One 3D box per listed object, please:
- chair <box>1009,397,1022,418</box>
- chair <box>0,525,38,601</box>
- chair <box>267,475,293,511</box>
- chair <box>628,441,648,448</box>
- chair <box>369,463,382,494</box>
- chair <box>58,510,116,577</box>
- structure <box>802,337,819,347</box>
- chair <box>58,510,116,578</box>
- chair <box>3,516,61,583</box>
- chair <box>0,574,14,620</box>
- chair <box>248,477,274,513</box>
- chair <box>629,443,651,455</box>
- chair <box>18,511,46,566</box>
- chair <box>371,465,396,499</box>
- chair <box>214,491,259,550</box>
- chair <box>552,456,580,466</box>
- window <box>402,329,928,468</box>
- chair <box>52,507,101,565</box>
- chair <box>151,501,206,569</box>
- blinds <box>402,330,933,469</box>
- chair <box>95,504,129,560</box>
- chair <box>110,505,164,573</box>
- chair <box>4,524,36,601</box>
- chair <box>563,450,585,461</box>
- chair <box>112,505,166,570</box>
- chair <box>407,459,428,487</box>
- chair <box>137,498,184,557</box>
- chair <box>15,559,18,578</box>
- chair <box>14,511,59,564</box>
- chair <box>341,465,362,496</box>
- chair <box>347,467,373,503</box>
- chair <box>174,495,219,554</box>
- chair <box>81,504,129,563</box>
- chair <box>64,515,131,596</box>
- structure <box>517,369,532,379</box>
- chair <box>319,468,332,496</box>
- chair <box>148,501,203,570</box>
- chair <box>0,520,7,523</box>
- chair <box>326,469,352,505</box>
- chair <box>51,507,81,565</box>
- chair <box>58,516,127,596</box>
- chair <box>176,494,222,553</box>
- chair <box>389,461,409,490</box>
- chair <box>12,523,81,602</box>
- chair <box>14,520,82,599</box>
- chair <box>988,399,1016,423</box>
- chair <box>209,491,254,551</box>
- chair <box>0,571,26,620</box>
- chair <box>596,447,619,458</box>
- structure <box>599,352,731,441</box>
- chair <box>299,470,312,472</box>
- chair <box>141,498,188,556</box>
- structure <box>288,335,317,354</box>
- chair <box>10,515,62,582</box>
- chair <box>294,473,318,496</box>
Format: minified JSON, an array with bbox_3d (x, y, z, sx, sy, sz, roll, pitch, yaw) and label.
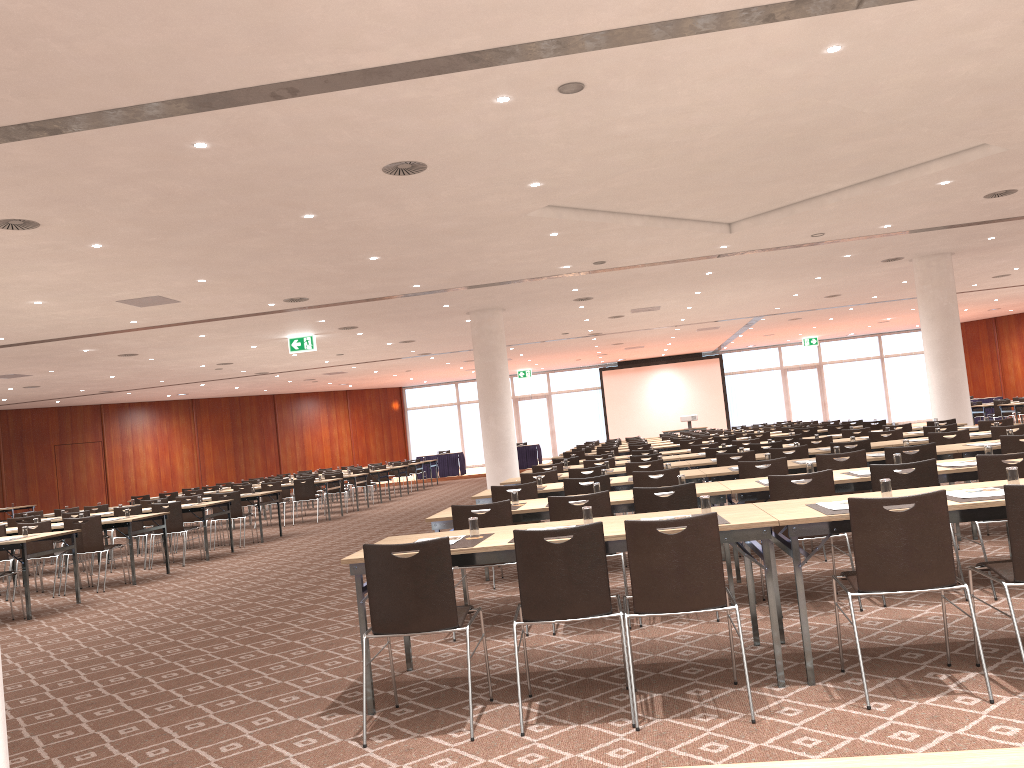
[{"bbox_3d":[15.076,0.853,26.307,0.536,0.939,0.614,-6,-3,9],"label":"chair"},{"bbox_3d":[-6.521,2.262,11.303,0.536,0.939,0.614,-6,-3,6],"label":"chair"},{"bbox_3d":[-6.510,3.032,24.816,0.536,0.939,0.614,-6,-3,10],"label":"chair"},{"bbox_3d":[2.857,1.760,19.749,0.536,0.939,0.614,-6,-3,8],"label":"chair"},{"bbox_3d":[-4.311,3.015,28.572,0.536,0.939,0.614,-6,-3,6],"label":"chair"},{"bbox_3d":[-6.374,2.356,13.225,0.536,0.939,0.614,-6,-3,9],"label":"chair"},{"bbox_3d":[11.889,-1.679,35.337,0.587,0.346,0.105,-6,-3,7],"label":"structure"},{"bbox_3d":[-6.364,2.355,13.224,0.536,0.939,0.614,-6,-3,7],"label":"chair"},{"bbox_3d":[-7.317,2.469,13.459,0.536,0.939,0.614,-6,-3,6],"label":"chair"},{"bbox_3d":[-5.591,2.039,9.099,0.536,0.939,0.614,-6,-3,6],"label":"chair"},{"bbox_3d":[-7.121,3.108,25.033,0.536,0.939,0.614,-6,-3,5],"label":"chair"},{"bbox_3d":[2.603,1.670,17.689,0.536,0.939,0.614,-6,-3,7],"label":"chair"},{"bbox_3d":[-8.232,2.679,15.470,0.536,0.939,0.614,-6,-3,9],"label":"chair"},{"bbox_3d":[-3.589,2.705,24.454,0.536,0.939,0.614,-6,-3,9],"label":"chair"},{"bbox_3d":[-4.708,2.285,15.032,0.536,0.939,0.614,-6,-3,6],"label":"chair"},{"bbox_3d":[0.927,1.658,14.407,0.536,0.939,0.614,-6,-3,6],"label":"chair"},{"bbox_3d":[6.623,0.802,37.994,22.964,3.870,0.217,-6,-3,7],"label":"window"},{"bbox_3d":[-7.616,2.614,15.468,0.536,0.939,0.614,-6,-3,7],"label":"chair"},{"bbox_3d":[-4.971,2.203,13.125,0.536,0.939,0.614,-6,-3,10],"label":"chair"},{"bbox_3d":[6.565,0.824,37.775,22.855,3.814,0.115,-6,-3,7],"label":"blinds"},{"bbox_3d":[-7.063,2.548,15.325,0.536,0.939,0.614,-6,-3,7],"label":"chair"},{"bbox_3d":[-5.623,2.279,13.249,0.535,0.939,0.614,-6,-3,4],"label":"chair"},{"bbox_3d":[-6.520,2.262,11.303,0.536,0.939,0.614,-6,-3,4],"label":"chair"},{"bbox_3d":[1.306,1.817,17.885,0.536,0.939,0.614,-6,-3,9],"label":"chair"},{"bbox_3d":[-5.618,2.278,13.248,0.536,0.939,0.614,-6,-3,7],"label":"chair"},{"bbox_3d":[-3.070,2.877,28.418,0.536,0.939,0.614,-6,-3,7],"label":"chair"},{"bbox_3d":[-6.097,2.447,15.322,0.536,0.939,0.614,-6,-3,10],"label":"chair"},{"bbox_3d":[-7.959,2.534,13.422,0.536,0.939,0.614,-6,-3,7],"label":"chair"},{"bbox_3d":[-8.346,2.692,15.484,0.536,0.939,0.614,-6,-3,10],"label":"chair"},{"bbox_3d":[-5.255,3.129,28.830,0.536,0.939,0.614,-6,-3,5],"label":"chair"},{"bbox_3d":[-4.257,2.784,24.618,0.536,0.939,0.614,-6,-3,9],"label":"chair"},{"bbox_3d":[-5.443,2.371,15.198,0.536,0.939,0.614,-6,-3,4],"label":"chair"},{"bbox_3d":[-7.062,2.548,15.324,0.536,0.939,0.614,-6,-3,4],"label":"chair"},{"bbox_3d":[-5.260,2.123,11.190,0.536,0.939,0.614,-6,-3,6],"label":"chair"},{"bbox_3d":[0.528,-0.408,36.748,0.587,0.346,0.105,-6,-3,7],"label":"structure"},{"bbox_3d":[-5.969,3.206,28.859,0.536,0.939,0.614,-6,-3,6],"label":"chair"},{"bbox_3d":[-5.015,2.208,13.131,0.536,0.939,0.614,-6,-3,6],"label":"chair"},{"bbox_3d":[-13.887,3.755,23.924,0.536,0.939,0.614,-6,-3,7],"label":"chair"},{"bbox_3d":[-4.864,2.856,24.753,0.536,0.939,0.614,-6,-3,8],"label":"chair"},{"bbox_3d":[-7.649,2.618,15.472,0.536,0.939,0.614,-6,-3,7],"label":"chair"},{"bbox_3d":[-5.328,2.131,11.198,0.536,0.939,0.614,-6,-3,9],"label":"chair"},{"bbox_3d":[-5.394,2.366,15.192,0.536,0.939,0.614,-6,-3,8],"label":"chair"},{"bbox_3d":[-3.701,2.952,28.578,0.536,0.939,0.614,-6,-3,10],"label":"chair"},{"bbox_3d":[-5.874,2.185,11.148,0.536,0.939,0.614,-6,-3,4],"label":"chair"},{"bbox_3d":[-5.866,2.185,11.148,0.536,0.939,0.614,-6,-3,5],"label":"chair"},{"bbox_3d":[13.492,0.912,24.429,0.536,0.939,0.614,-6,-3,9],"label":"chair"},{"bbox_3d":[-4.786,2.293,15.042,0.536,0.939,0.614,-6,-3,5],"label":"chair"},{"bbox_3d":[-5.466,2.025,9.084,0.536,0.939,0.614,-6,-3,8],"label":"chair"},{"bbox_3d":[1.969,1.745,17.845,0.536,0.939,0.614,-6,-3,8],"label":"chair"},{"bbox_3d":[6.413,0.605,37.419,5.159,3.524,0.395,-6,-3,7],"label":"structure"},{"bbox_3d":[-6.634,3.276,28.860,0.536,0.939,0.614,-6,-3,5],"label":"chair"},{"bbox_3d":[-6.032,2.440,15.314,0.536,0.939,0.614,-6,-3,6],"label":"chair"},{"bbox_3d":[-4.567,-0.868,19.314,0.587,0.346,0.105,-6,-3,7],"label":"structure"},{"bbox_3d":[-7.193,2.455,13.444,0.536,0.939,0.614,-6,-3,10],"label":"chair"},{"bbox_3d":[-5.796,2.957,24.809,0.535,0.939,0.614,-6,-3,4],"label":"chair"}]
